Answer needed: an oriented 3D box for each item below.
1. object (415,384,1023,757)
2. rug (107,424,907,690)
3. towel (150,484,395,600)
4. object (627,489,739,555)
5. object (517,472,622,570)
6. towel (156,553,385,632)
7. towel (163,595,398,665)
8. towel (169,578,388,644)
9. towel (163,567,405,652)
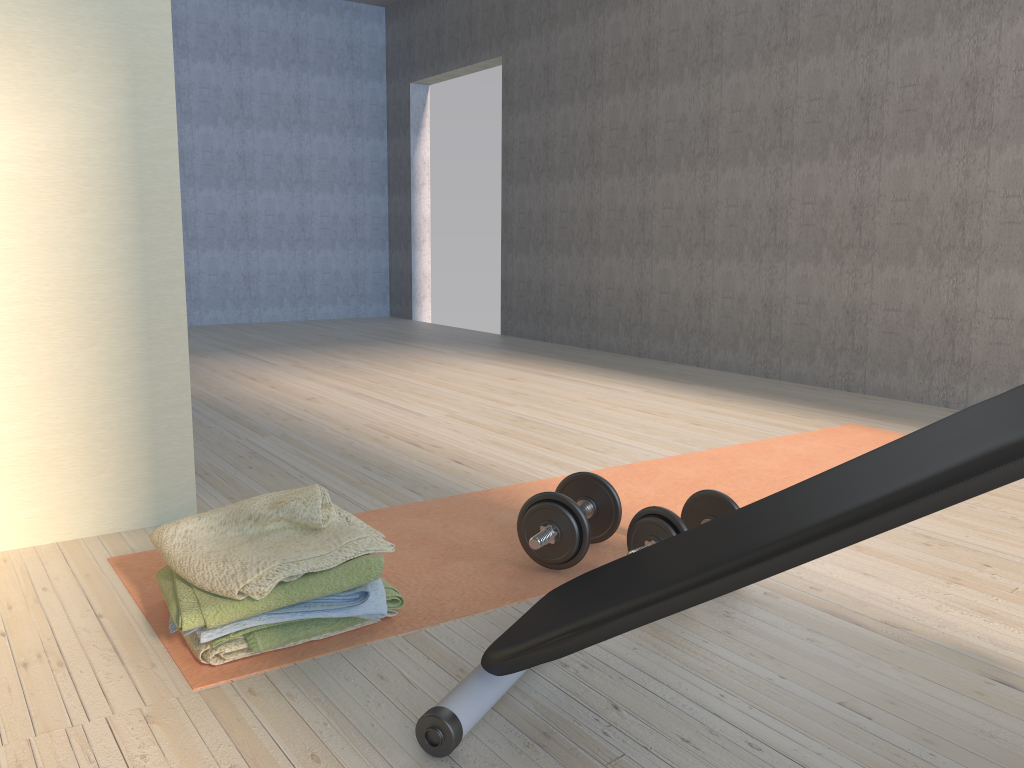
[{"bbox_3d":[0.563,0.170,1.153,1.312,0.746,0.505,5,10,24],"label":"object"},{"bbox_3d":[0.427,0.328,2.504,2.779,0.002,0.716,-6,11,-34],"label":"rug"},{"bbox_3d":[-0.459,0.288,1.705,0.373,0.123,0.384,8,12,39],"label":"towel"},{"bbox_3d":[0.384,0.335,1.939,0.385,0.176,0.176,-8,13,-42],"label":"object"},{"bbox_3d":[0.134,0.309,2.030,0.176,0.176,0.385,5,10,27],"label":"object"},{"bbox_3d":[-0.467,0.346,1.688,0.376,0.085,0.371,-5,11,-29],"label":"towel"},{"bbox_3d":[-0.470,0.423,1.742,0.376,0.044,0.371,-6,11,-35],"label":"towel"},{"bbox_3d":[-0.452,0.379,1.714,0.383,0.078,0.383,-2,10,-17],"label":"towel"},{"bbox_3d":[-0.450,0.400,1.742,0.380,0.081,0.367,-6,11,-36],"label":"towel"}]
